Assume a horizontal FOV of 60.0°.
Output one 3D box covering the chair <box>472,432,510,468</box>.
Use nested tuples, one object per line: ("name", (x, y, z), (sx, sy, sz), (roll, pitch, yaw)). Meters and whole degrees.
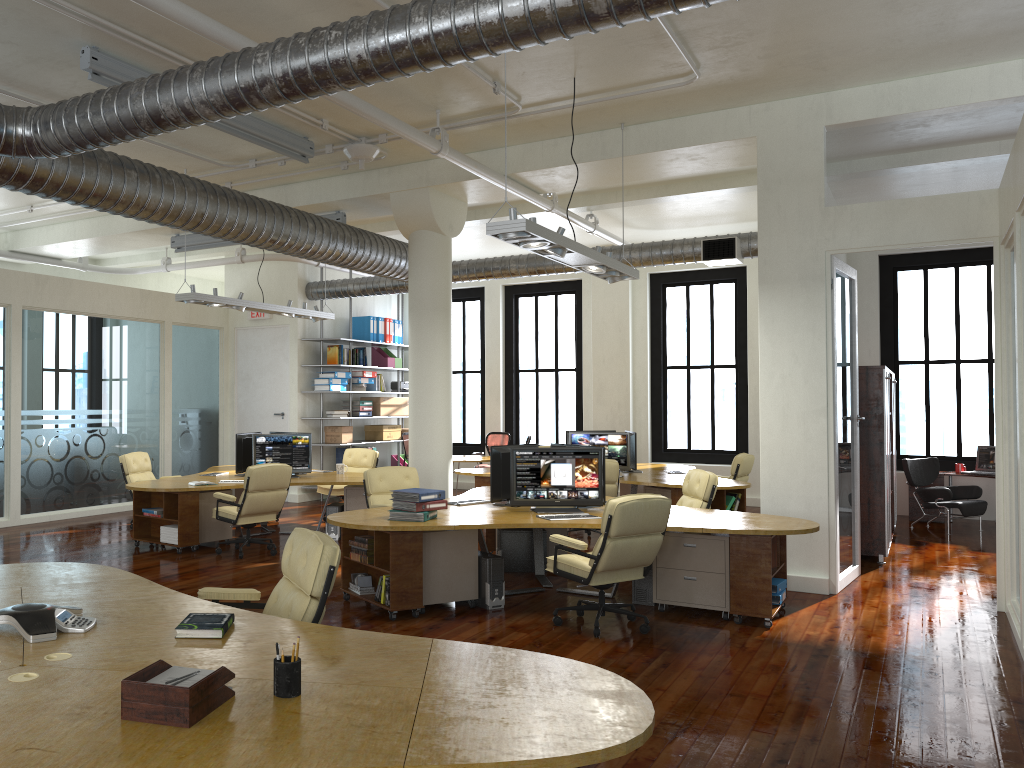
("chair", (-0.356, 1.448, 15.941), (0.797, 1.158, 0.687), (-1, -2, 37))

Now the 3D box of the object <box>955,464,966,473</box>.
("object", (6.396, 1.199, 12.618), (0.096, 0.120, 0.162), (1, -2, -39))

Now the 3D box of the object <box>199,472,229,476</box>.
("object", (-3.908, 1.182, 11.644), (0.237, 0.016, 0.460), (0, -1, 5))

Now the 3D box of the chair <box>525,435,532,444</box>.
("chair", (-3.605, 1.422, 14.747), (7.949, 1.158, 0.939), (0, -1, 2))

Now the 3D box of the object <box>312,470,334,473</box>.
("object", (-2.703, 1.194, 12.211), (0.521, 0.016, 0.208), (-1, -2, 34))

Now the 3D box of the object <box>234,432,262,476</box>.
("object", (-3.439, 0.912, 11.591), (0.305, 0.552, 0.770), (0, -1, 9))

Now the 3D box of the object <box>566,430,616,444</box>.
("object", (1.111, 0.933, 12.516), (0.762, 0.552, 0.308), (0, -1, -18))

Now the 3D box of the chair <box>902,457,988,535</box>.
("chair", (5.720, 1.467, 11.768), (0.725, 0.937, 0.856), (1, -1, -32))

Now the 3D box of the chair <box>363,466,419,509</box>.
("chair", (-1.072, 1.358, 8.936), (0.657, 1.021, 0.848), (1, -1, -33))

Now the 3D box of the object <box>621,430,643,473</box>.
("object", (1.633, 0.926, 12.182), (0.295, 0.552, 0.796), (0, -1, -1))

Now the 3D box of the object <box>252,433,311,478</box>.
("object", (-2.892, 0.903, 11.186), (0.742, 0.552, 0.315), (1, -2, -30))

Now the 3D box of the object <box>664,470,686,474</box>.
("object", (2.211, 1.191, 12.050), (0.237, 0.016, 0.460), (0, -1, 5))

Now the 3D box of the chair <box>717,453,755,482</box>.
("chair", (2.786, 1.424, 11.886), (0.855, 1.021, 0.650), (-1, -2, 33))

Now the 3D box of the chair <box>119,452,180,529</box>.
("chair", (-4.771, 1.423, 11.833), (0.823, 1.021, 0.680), (0, -1, 14))

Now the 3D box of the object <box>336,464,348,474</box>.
("object", (-2.266, 1.130, 11.799), (0.134, 0.131, 0.115), (0, -1, -20))

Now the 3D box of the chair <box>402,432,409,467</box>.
("chair", (-1.586, 1.445, 15.782), (0.832, 1.158, 0.658), (-1, -1, 32))

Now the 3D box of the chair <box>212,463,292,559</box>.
("chair", (-2.906, 1.379, 9.878), (0.858, 1.021, 0.647), (-1, -2, 38))

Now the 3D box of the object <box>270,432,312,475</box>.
("object", (-2.940, 0.916, 11.772), (0.889, 0.552, 0.263), (-1, -2, 39))

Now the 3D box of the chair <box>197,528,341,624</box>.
("chair", (-1.298, 1.259, 4.460), (0.733, 1.021, 0.762), (0, -1, -22))

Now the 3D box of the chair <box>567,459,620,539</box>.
("chair", (0.928, 1.402, 10.893), (0.719, 1.021, 0.780), (0, -1, -3))

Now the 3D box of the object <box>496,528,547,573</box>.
("object", (0.094, 1.663, 8.879), (0.484, 0.411, 0.178), (0, -1, 2))

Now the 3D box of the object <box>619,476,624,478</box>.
("object", (1.150, 1.175, 11.336), (0.523, 0.016, 0.207), (-1, -2, 39))

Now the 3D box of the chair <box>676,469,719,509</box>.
("chair", (1.570, 1.356, 8.798), (0.784, 1.021, 0.715), (0, -1, -2))

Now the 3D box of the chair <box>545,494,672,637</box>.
("chair", (0.705, 1.307, 6.634), (0.651, 1.021, 0.854), (1, -2, -37))

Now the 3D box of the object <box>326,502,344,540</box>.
("object", (-2.190, 1.712, 11.088), (0.186, 0.411, 0.465), (0, -1, 4))

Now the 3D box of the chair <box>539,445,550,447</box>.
("chair", (0.642, 1.461, 13.534), (0.732, 1.021, 0.766), (0, -1, 3))

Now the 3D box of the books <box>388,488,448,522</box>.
("books", (-0.800, 0.979, 7.202), (0.456, 0.227, 0.414), (-1, -2, 39))

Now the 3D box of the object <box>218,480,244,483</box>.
("object", (-3.227, 1.156, 10.492), (0.472, 0.016, 0.231), (0, -1, -3))

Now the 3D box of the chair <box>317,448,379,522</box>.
("chair", (-2.376, 1.444, 12.772), (0.788, 1.021, 0.704), (-1, -2, 38))

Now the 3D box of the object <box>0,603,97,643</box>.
("object", (-1.988, 0.968, 3.729), (0.559, 0.093, 0.399), (-1, -1, 24))

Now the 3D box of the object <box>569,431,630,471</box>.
("object", (1.168, 0.919, 11.903), (0.874, 0.552, 0.268), (-1, -1, 26))
